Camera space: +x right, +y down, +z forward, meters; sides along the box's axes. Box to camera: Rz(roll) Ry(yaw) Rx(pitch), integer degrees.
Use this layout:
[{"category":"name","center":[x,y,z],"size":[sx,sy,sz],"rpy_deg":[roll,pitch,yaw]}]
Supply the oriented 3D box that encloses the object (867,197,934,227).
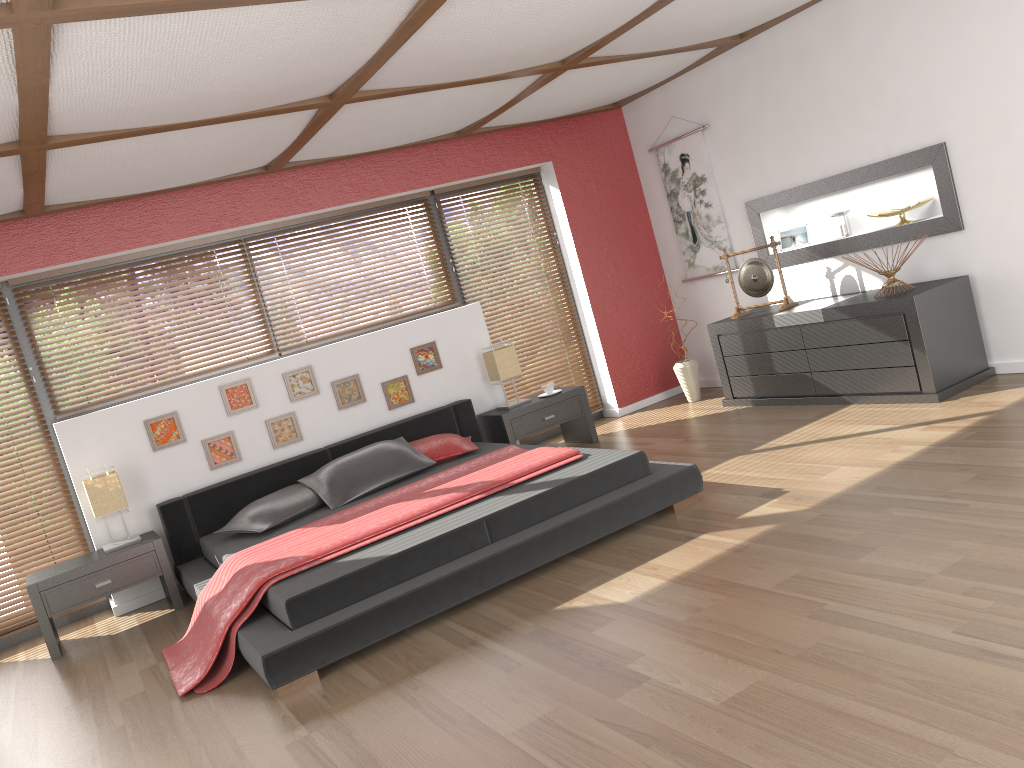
[{"category":"object","center":[2.434,-1.054,5.535],"size":[0.181,0.116,0.350],"rpy_deg":[-20,8,-37]}]

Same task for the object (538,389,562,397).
[{"category":"object","center":[0.275,0.071,6.403],"size":[0.179,0.012,0.179],"rpy_deg":[-16,6,-3]}]

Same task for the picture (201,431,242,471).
[{"category":"picture","center":[-1.831,0.420,5.600],"size":[0.200,0.200,0.010],"rpy_deg":[-19,7,-27]}]

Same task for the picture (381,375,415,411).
[{"category":"picture","center":[-0.792,0.059,6.172],"size":[0.200,0.200,0.010],"rpy_deg":[-19,7,-27]}]

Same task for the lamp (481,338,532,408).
[{"category":"lamp","center":[-0.053,-0.085,6.341],"size":[0.200,0.480,0.200],"rpy_deg":[-19,7,-27]}]

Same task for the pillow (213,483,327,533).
[{"category":"pillow","center":[-1.332,0.713,5.198],"size":[0.418,0.172,0.745],"rpy_deg":[-11,8,37]}]

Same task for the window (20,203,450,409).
[{"category":"window","center":[-1.736,-0.601,6.093],"size":[2.817,0.786,0.020],"rpy_deg":[-19,7,-27]}]

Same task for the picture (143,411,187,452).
[{"category":"picture","center":[-2.129,0.291,5.445],"size":[0.200,0.200,0.010],"rpy_deg":[-19,7,-27]}]

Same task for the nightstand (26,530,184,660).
[{"category":"nightstand","center":[-2.307,1.179,5.037],"size":[0.700,0.423,0.413],"rpy_deg":[-19,7,-27]}]

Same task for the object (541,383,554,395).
[{"category":"object","center":[0.266,0.040,6.399],"size":[0.099,0.069,0.099],"rpy_deg":[-16,6,-3]}]

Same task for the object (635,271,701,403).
[{"category":"object","center":[1.243,-0.347,6.865],"size":[0.364,1.035,0.422],"rpy_deg":[-11,8,37]}]

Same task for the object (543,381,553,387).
[{"category":"object","center":[0.256,0.002,6.402],"size":[0.007,0.007,0.192],"rpy_deg":[-13,7,27]}]

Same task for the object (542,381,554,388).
[{"category":"object","center":[0.260,0.004,6.379],"size":[0.007,0.007,0.192],"rpy_deg":[-12,7,32]}]

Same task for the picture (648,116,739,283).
[{"category":"picture","center":[1.395,-1.444,6.870],"size":[0.028,1.270,0.701],"rpy_deg":[-19,7,-27]}]

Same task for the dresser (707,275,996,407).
[{"category":"dresser","center":[2.083,-0.234,5.740],"size":[0.540,0.608,1.740],"rpy_deg":[-19,7,-27]}]

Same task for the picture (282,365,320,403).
[{"category":"picture","center":[-1.391,-0.001,5.853],"size":[0.200,0.200,0.010],"rpy_deg":[-19,7,-27]}]

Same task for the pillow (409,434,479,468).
[{"category":"pillow","center":[-0.592,0.452,5.666],"size":[0.745,0.172,0.418],"rpy_deg":[-17,6,-9]}]

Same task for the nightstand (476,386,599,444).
[{"category":"nightstand","center":[0.190,0.321,6.410],"size":[0.700,0.423,0.413],"rpy_deg":[-19,7,-27]}]

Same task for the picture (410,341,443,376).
[{"category":"picture","center":[-0.606,-0.182,6.281],"size":[0.200,0.200,0.010],"rpy_deg":[-19,7,-27]}]

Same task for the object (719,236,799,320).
[{"category":"object","center":[1.679,-0.736,6.111],"size":[0.173,0.498,0.490],"rpy_deg":[-21,8,-42]}]

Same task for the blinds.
[{"category":"blinds","center":[-1.551,-0.048,6.094],"size":[4.840,1.952,0.032],"rpy_deg":[-19,7,-27]}]

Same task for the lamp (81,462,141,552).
[{"category":"lamp","center":[-2.317,0.693,5.096],"size":[0.200,0.480,0.200],"rpy_deg":[-19,7,-27]}]

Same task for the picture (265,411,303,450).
[{"category":"picture","center":[-1.487,0.303,5.790],"size":[0.200,0.200,0.010],"rpy_deg":[-19,7,-27]}]

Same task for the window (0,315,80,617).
[{"category":"window","center":[-3.228,0.482,5.250],"size":[0.889,1.893,0.020],"rpy_deg":[-19,7,-27]}]

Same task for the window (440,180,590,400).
[{"category":"window","center":[0.045,-0.643,7.051],"size":[0.889,1.893,0.020],"rpy_deg":[-19,7,-27]}]

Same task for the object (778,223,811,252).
[{"category":"object","center":[2.001,-1.039,6.294],"size":[0.226,0.146,0.041],"rpy_deg":[-10,8,42]}]

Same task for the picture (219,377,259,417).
[{"category":"picture","center":[-1.743,0.083,5.661],"size":[0.200,0.200,0.010],"rpy_deg":[-19,7,-27]}]

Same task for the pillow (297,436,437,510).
[{"category":"pillow","center":[-0.875,0.512,5.353],"size":[0.744,0.241,0.386],"rpy_deg":[-20,7,-32]}]

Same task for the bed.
[{"category":"bed","center":[-0.727,0.683,4.768],"size":[2.469,0.577,2.413],"rpy_deg":[-19,7,-27]}]

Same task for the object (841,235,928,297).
[{"category":"object","center":[2.213,-0.674,5.205],"size":[0.481,0.282,0.481],"rpy_deg":[-12,7,28]}]

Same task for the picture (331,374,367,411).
[{"category":"picture","center":[-1.105,0.054,6.004],"size":[0.200,0.200,0.010],"rpy_deg":[-19,7,-27]}]

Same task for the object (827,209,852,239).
[{"category":"object","center":[2.219,-1.070,5.952],"size":[0.159,0.171,0.159],"rpy_deg":[-13,7,21]}]
